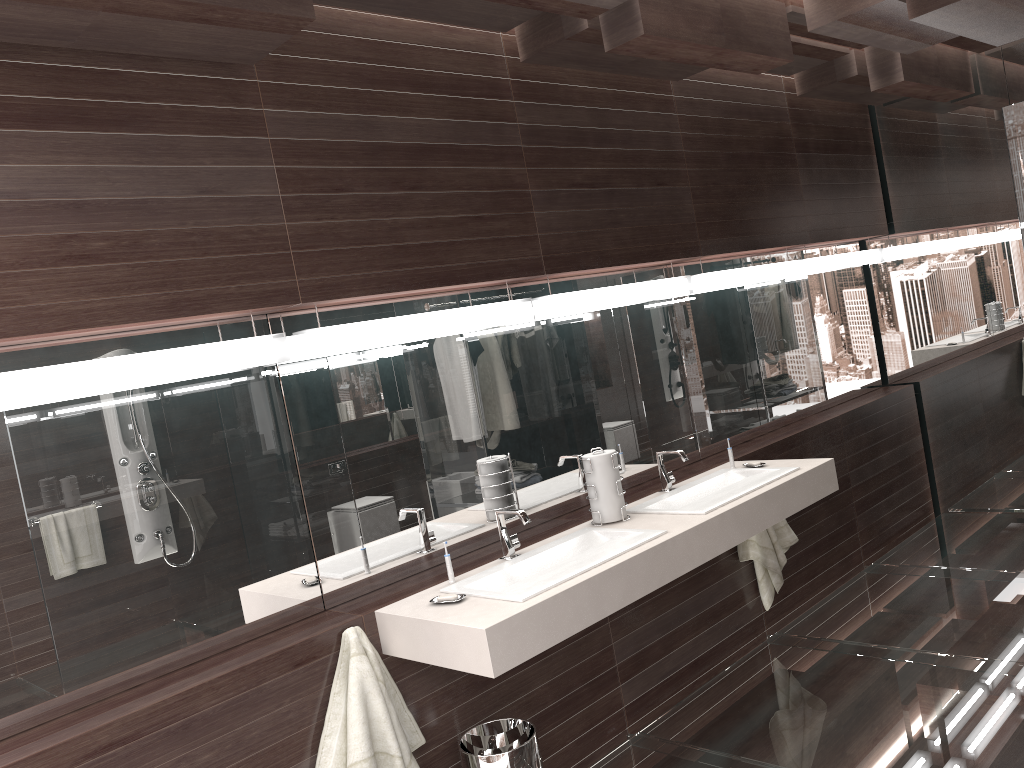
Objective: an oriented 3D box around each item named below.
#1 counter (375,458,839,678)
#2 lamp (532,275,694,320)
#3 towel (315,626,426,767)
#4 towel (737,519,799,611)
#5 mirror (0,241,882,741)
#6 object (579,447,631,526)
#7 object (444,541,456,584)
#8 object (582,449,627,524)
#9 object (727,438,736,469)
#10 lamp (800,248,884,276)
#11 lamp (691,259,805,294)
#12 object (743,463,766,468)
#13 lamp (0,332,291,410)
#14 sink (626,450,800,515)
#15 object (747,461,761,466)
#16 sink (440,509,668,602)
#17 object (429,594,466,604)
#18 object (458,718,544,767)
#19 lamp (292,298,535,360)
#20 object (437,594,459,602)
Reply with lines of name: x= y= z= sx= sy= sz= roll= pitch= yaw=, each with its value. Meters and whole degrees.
counter: x=0.463 y=0.548 z=3.106 sx=1.954 sy=0.131 sz=0.488 roll=-13 pitch=4 yaw=-44
lamp: x=0.440 y=-0.363 z=3.651 sx=0.950 sy=0.082 sz=0.082 roll=-13 pitch=4 yaw=-44
towel: x=-0.366 y=1.025 z=2.476 sx=0.368 sy=0.678 sz=0.156 roll=-13 pitch=4 yaw=-43
towel: x=1.145 y=0.671 z=3.958 sx=0.368 sy=0.678 sz=0.156 roll=-13 pitch=4 yaw=-44
mirror: x=1.842 y=-0.201 z=2.264 sx=5.081 sy=0.916 sz=4.126 roll=-13 pitch=4 yaw=-44
object: x=0.334 y=0.367 z=3.211 sx=0.145 sy=0.261 sz=0.136 roll=-11 pitch=3 yaw=0
object: x=-0.197 y=0.554 z=2.755 sx=0.022 sy=0.132 sz=0.022 roll=-9 pitch=3 yaw=28
object: x=0.334 y=0.369 z=3.203 sx=0.124 sy=0.246 sz=0.128 roll=-9 pitch=3 yaw=28
object: x=0.927 y=0.295 z=3.764 sx=0.022 sy=0.132 sz=0.022 roll=-11 pitch=3 yaw=-7
lamp: x=1.882 y=-0.701 z=5.064 sx=0.950 sy=0.082 sz=0.082 roll=-13 pitch=4 yaw=-44
lamp: x=1.171 y=-0.535 z=4.368 sx=0.950 sy=0.082 sz=0.082 roll=-13 pitch=4 yaw=-44
object: x=1.018 y=0.342 z=3.725 sx=0.065 sy=0.011 sz=0.108 roll=-12 pitch=3 yaw=-22
lamp: x=-1.003 y=-0.026 z=2.237 sx=0.950 sy=0.082 sz=0.082 roll=-13 pitch=4 yaw=-44
sink: x=0.742 y=0.346 z=3.424 sx=0.681 sy=0.193 sz=0.427 roll=-13 pitch=4 yaw=-44
object: x=1.016 y=0.335 z=3.724 sx=0.035 sy=0.016 sz=0.066 roll=-12 pitch=3 yaw=-24
sink: x=0.109 y=0.494 z=2.803 sx=0.681 sy=0.193 sz=0.427 roll=-13 pitch=4 yaw=-44
object: x=-0.184 y=0.623 z=2.557 sx=0.108 sy=0.011 sz=0.065 roll=-9 pitch=3 yaw=24
object: x=-0.012 y=1.224 z=2.650 sx=0.237 sy=0.358 sz=0.237 roll=-11 pitch=3 yaw=-12
lamp: x=-0.284 y=-0.194 z=2.941 sx=0.950 sy=0.082 sz=0.082 roll=-13 pitch=4 yaw=-44
object: x=-0.186 y=0.616 z=2.556 sx=0.066 sy=0.016 sz=0.035 roll=-9 pitch=3 yaw=23
